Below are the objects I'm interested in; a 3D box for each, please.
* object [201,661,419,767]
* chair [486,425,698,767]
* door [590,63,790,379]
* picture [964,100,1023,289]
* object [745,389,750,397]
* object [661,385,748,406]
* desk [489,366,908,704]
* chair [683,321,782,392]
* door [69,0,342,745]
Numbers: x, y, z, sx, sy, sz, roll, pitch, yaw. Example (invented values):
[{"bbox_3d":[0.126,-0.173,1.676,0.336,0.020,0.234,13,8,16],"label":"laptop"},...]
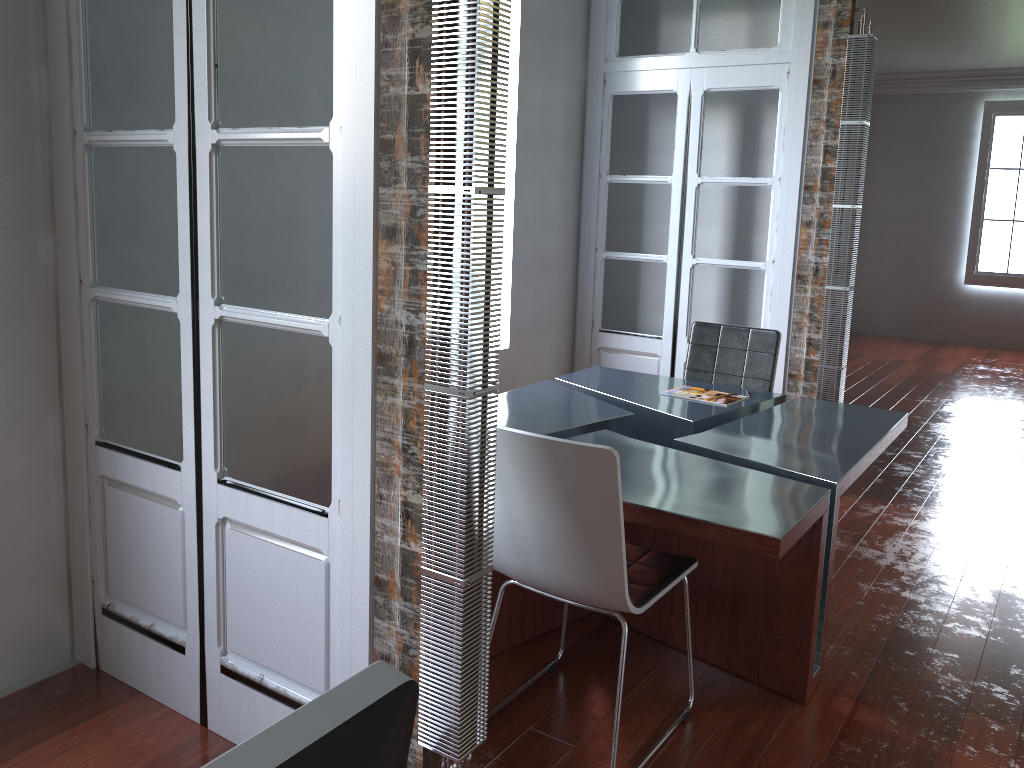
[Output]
[{"bbox_3d":[-0.209,0.427,0.344,0.190,0.481,0.486,8,12,33],"label":"object"},{"bbox_3d":[0.200,0.522,2.431,0.477,0.911,0.605,8,12,33],"label":"chair"},{"bbox_3d":[0.922,-0.607,4.858,1.164,2.163,0.041,8,11,33],"label":"door"},{"bbox_3d":[5.717,-1.965,9.269,1.585,1.971,0.128,9,11,33],"label":"picture"},{"bbox_3d":[1.028,0.040,3.863,0.011,0.011,0.150,4,12,9],"label":"object"},{"bbox_3d":[0.826,0.051,3.801,0.308,0.012,0.225,11,15,37],"label":"object"},{"bbox_3d":[0.533,0.467,3.354,1.451,0.648,1.722,9,14,33],"label":"desk"},{"bbox_3d":[0.876,0.219,3.974,0.477,0.911,0.605,8,12,33],"label":"chair"},{"bbox_3d":[-0.803,-0.124,2.292,1.164,2.163,0.041,8,11,33],"label":"door"}]
